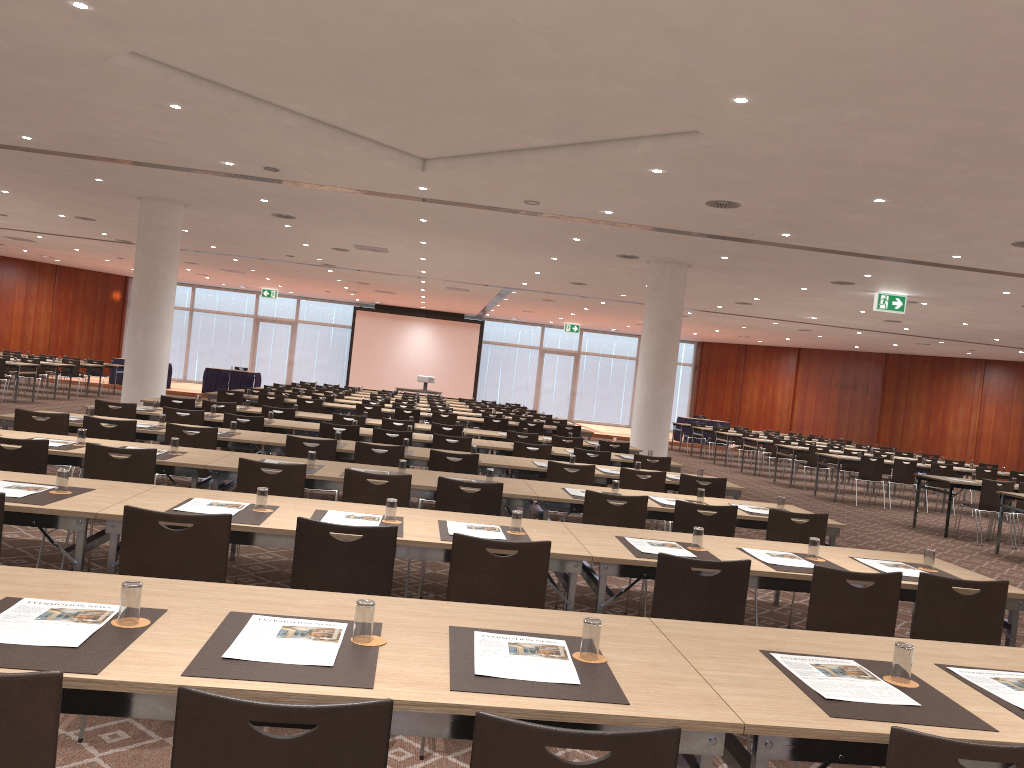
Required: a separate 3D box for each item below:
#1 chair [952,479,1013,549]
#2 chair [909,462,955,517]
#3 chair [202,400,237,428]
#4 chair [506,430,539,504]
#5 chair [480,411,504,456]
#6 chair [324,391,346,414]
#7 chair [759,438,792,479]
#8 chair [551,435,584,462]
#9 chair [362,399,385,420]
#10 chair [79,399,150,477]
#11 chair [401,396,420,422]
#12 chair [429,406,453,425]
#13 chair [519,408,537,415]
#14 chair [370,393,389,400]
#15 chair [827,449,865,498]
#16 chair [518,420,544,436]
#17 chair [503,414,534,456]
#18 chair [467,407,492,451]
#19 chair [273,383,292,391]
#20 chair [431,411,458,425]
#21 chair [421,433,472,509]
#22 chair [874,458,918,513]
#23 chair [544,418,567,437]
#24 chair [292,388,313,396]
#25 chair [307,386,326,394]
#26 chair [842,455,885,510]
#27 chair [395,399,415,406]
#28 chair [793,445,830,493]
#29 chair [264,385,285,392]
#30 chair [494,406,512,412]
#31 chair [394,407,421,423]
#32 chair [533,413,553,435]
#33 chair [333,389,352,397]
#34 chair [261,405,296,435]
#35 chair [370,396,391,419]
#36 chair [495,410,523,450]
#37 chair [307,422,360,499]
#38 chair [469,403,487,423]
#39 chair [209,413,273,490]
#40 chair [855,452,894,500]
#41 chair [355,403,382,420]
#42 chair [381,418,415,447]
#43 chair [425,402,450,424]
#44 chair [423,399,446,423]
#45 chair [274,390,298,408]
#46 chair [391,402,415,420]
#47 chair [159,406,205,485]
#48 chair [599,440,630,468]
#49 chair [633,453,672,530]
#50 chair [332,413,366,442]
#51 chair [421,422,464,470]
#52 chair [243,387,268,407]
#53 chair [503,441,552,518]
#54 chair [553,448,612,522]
[{"bbox_3d":[6.799,1.822,12.721,0.536,0.939,0.613,6,1,-5],"label":"chair"},{"bbox_3d":[7.781,1.908,16.332,0.536,0.939,0.613,6,1,-6],"label":"chair"},{"bbox_3d":[-3.857,0.686,11.661,0.536,0.939,0.613,6,1,-8],"label":"chair"},{"bbox_3d":[0.081,1.106,12.067,0.536,0.939,0.613,6,1,-6],"label":"chair"},{"bbox_3d":[-0.443,1.019,17.540,0.536,0.939,0.613,6,1,-7],"label":"chair"},{"bbox_3d":[-3.883,0.641,19.195,0.536,0.939,0.613,6,1,-8],"label":"chair"},{"bbox_3d":[6.080,1.703,20.317,0.536,0.939,0.613,6,1,-6],"label":"chair"},{"bbox_3d":[0.688,1.170,12.164,0.536,0.939,0.613,6,1,-6],"label":"chair"},{"bbox_3d":[-2.738,0.774,17.303,0.536,0.939,0.613,6,1,-6],"label":"chair"},{"bbox_3d":[-4.311,0.648,9.681,0.536,0.939,0.613,6,1,-6],"label":"chair"},{"bbox_3d":[-2.492,0.778,21.383,0.536,0.939,0.613,6,1,-8],"label":"chair"},{"bbox_3d":[-1.437,0.913,17.515,0.536,0.939,0.613,6,1,-8],"label":"chair"},{"bbox_3d":[0.325,1.079,21.639,0.536,0.939,0.613,6,1,-4],"label":"chair"},{"bbox_3d":[-3.215,0.701,21.274,0.536,0.939,0.613,6,1,-4],"label":"chair"},{"bbox_3d":[6.920,1.805,18.253,0.536,0.939,0.613,6,1,-4],"label":"chair"},{"bbox_3d":[0.274,1.107,15.604,0.536,0.939,0.613,6,1,-7],"label":"chair"},{"bbox_3d":[0.155,1.083,17.637,0.536,0.939,0.613,6,1,-6],"label":"chair"},{"bbox_3d":[-0.709,0.979,19.600,0.536,0.939,0.613,6,1,-5],"label":"chair"},{"bbox_3d":[-5.457,0.462,21.042,0.536,0.939,0.613,6,1,-5],"label":"chair"},{"bbox_3d":[-1.215,0.948,15.450,0.536,0.939,0.613,6,1,-5],"label":"chair"},{"bbox_3d":[-0.720,1.031,10.009,0.536,0.939,0.613,6,1,-5],"label":"chair"},{"bbox_3d":[7.125,1.837,16.346,0.536,0.939,0.613,6,1,-4],"label":"chair"},{"bbox_3d":[0.819,1.154,17.670,0.535,0.939,0.613,6,1,-4],"label":"chair"},{"bbox_3d":[-4.541,0.571,19.162,0.535,0.939,0.613,6,1,-3],"label":"chair"},{"bbox_3d":[-4.704,0.542,21.197,0.536,0.939,0.613,6,1,-6],"label":"chair"},{"bbox_3d":[6.462,1.767,16.196,0.536,0.939,0.613,6,1,-4],"label":"chair"},{"bbox_3d":[-2.382,0.801,19.427,0.536,0.939,0.613,6,1,-5],"label":"chair"},{"bbox_3d":[6.235,1.731,18.324,0.536,0.939,0.613,6,1,-5],"label":"chair"},{"bbox_3d":[-5.157,0.505,19.141,0.536,0.939,0.613,6,1,-9],"label":"chair"},{"bbox_3d":[-0.276,1.014,21.612,0.536,0.939,0.613,6,1,-9],"label":"chair"},{"bbox_3d":[-1.861,0.879,15.461,0.536,0.939,0.613,6,1,-7],"label":"chair"},{"bbox_3d":[0.613,1.120,19.694,0.536,0.939,0.613,6,1,-6],"label":"chair"},{"bbox_3d":[-4.084,0.608,21.219,0.535,0.939,0.613,6,1,-3],"label":"chair"},{"bbox_3d":[-3.122,0.764,11.814,0.536,0.939,0.613,6,1,-4],"label":"chair"},{"bbox_3d":[-2.899,0.746,19.331,0.536,0.939,0.613,6,1,-4],"label":"chair"},{"bbox_3d":[-0.044,1.051,19.591,0.535,0.939,0.613,6,1,-4],"label":"chair"},{"bbox_3d":[-1.963,0.899,9.923,0.536,0.939,0.613,6,1,-8],"label":"chair"},{"bbox_3d":[-0.878,0.950,21.515,0.536,0.939,0.613,6,1,-6],"label":"chair"},{"bbox_3d":[-2.948,0.794,9.744,0.535,0.939,0.613,6,1,-3],"label":"chair"},{"bbox_3d":[7.574,1.874,18.402,0.536,0.939,0.613,6,1,-7],"label":"chair"},{"bbox_3d":[-2.510,0.810,15.352,0.536,0.939,0.613,6,1,-5],"label":"chair"},{"bbox_3d":[-1.569,0.930,11.932,0.536,0.939,0.613,6,1,-6],"label":"chair"},{"bbox_3d":[-1.636,0.881,19.427,0.536,0.939,0.613,6,1,-7],"label":"chair"},{"bbox_3d":[-1.870,0.844,21.490,0.536,0.939,0.613,6,1,-9],"label":"chair"},{"bbox_3d":[-4.380,0.599,17.134,0.535,0.939,0.613,6,1,-3],"label":"chair"},{"bbox_3d":[-2.172,0.835,17.397,0.536,0.939,0.613,6,1,-7],"label":"chair"},{"bbox_3d":[-3.598,0.725,9.712,0.536,0.939,0.613,6,1,-7],"label":"chair"},{"bbox_3d":[1.318,1.238,12.195,0.536,0.939,0.613,6,1,-8],"label":"chair"},{"bbox_3d":[1.536,1.272,10.242,0.536,0.939,0.613,6,1,-5],"label":"chair"},{"bbox_3d":[-2.195,0.863,11.832,0.535,0.939,0.613,6,1,-3],"label":"chair"},{"bbox_3d":[-0.933,0.997,12.039,0.536,0.939,0.613,6,1,-9],"label":"chair"},{"bbox_3d":[-4.944,0.539,17.111,0.536,0.939,0.613,6,1,-5],"label":"chair"},{"bbox_3d":[0.177,1.127,10.144,0.536,0.939,0.613,6,1,-4],"label":"chair"},{"bbox_3d":[0.836,1.198,10.135,0.536,0.939,0.613,6,1,-8],"label":"chair"}]
